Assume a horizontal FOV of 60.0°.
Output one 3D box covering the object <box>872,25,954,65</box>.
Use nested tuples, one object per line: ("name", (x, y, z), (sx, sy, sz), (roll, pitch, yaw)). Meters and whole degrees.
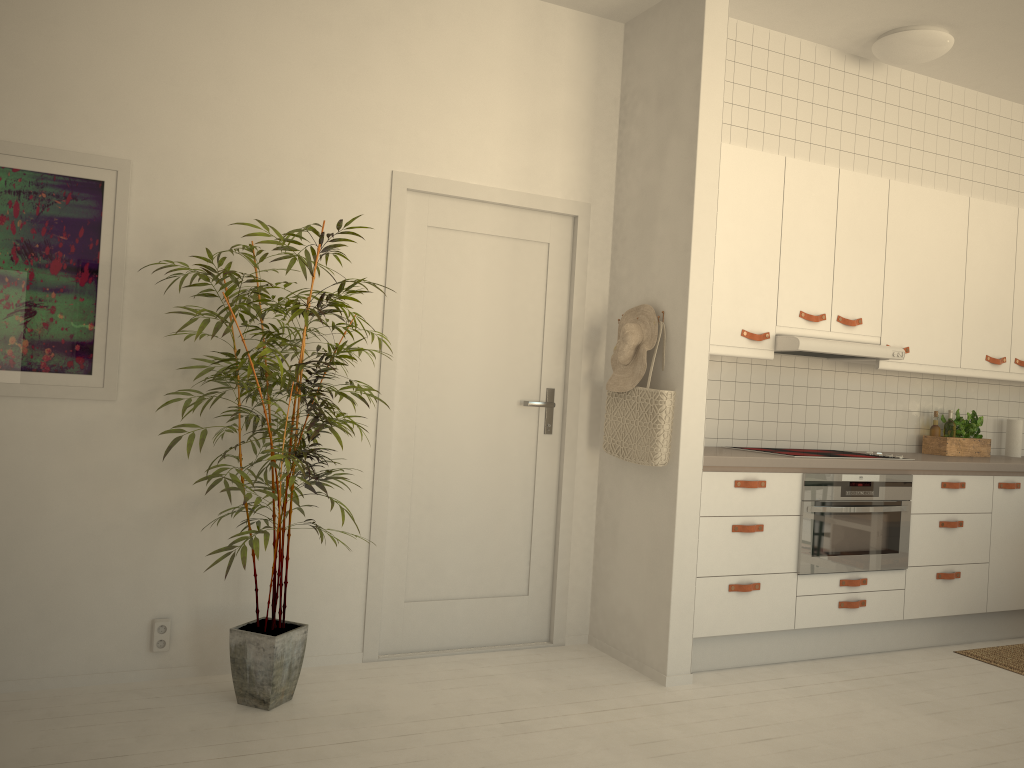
("object", (1.862, -1.559, 4.127), (0.351, 0.101, 0.351), (3, 0, 16))

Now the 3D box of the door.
("door", (-0.152, 0.156, 3.920), (0.955, 2.033, 0.166), (4, -1, -26))

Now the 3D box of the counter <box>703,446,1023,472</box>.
("counter", (3.311, 0.530, 3.961), (4.843, 0.163, 2.857), (4, 0, -26))

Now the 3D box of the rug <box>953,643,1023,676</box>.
("rug", (3.224, 1.377, 4.448), (1.999, 0.004, 0.750), (4, 0, -26))

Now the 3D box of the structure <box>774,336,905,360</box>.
("structure", (1.506, -0.176, 4.377), (0.681, 0.073, 0.482), (4, 0, -26))

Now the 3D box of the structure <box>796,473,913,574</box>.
("structure", (1.452, 0.631, 4.370), (0.682, 0.447, 0.704), (4, 0, -26))

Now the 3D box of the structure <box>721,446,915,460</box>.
("structure", (1.484, 0.348, 4.325), (0.763, 0.057, 0.504), (4, 0, -26))

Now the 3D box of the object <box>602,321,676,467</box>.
("object", (0.550, 0.036, 3.807), (0.093, 0.613, 0.439), (4, -1, -27))

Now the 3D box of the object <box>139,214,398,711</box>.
("object", (-1.191, 0.251, 2.710), (0.778, 1.711, 2.088), (3, -1, 45))

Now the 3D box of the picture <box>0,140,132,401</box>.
("picture", (-1.780, -0.399, 3.046), (0.822, 0.877, 0.012), (4, -1, -26))

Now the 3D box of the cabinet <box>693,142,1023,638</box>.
("cabinet", (3.334, 0.133, 3.967), (4.843, 2.160, 2.853), (4, 0, -26))

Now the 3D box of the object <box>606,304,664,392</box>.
("object", (0.507, -0.155, 3.836), (0.136, 0.385, 0.335), (4, -1, -26))
